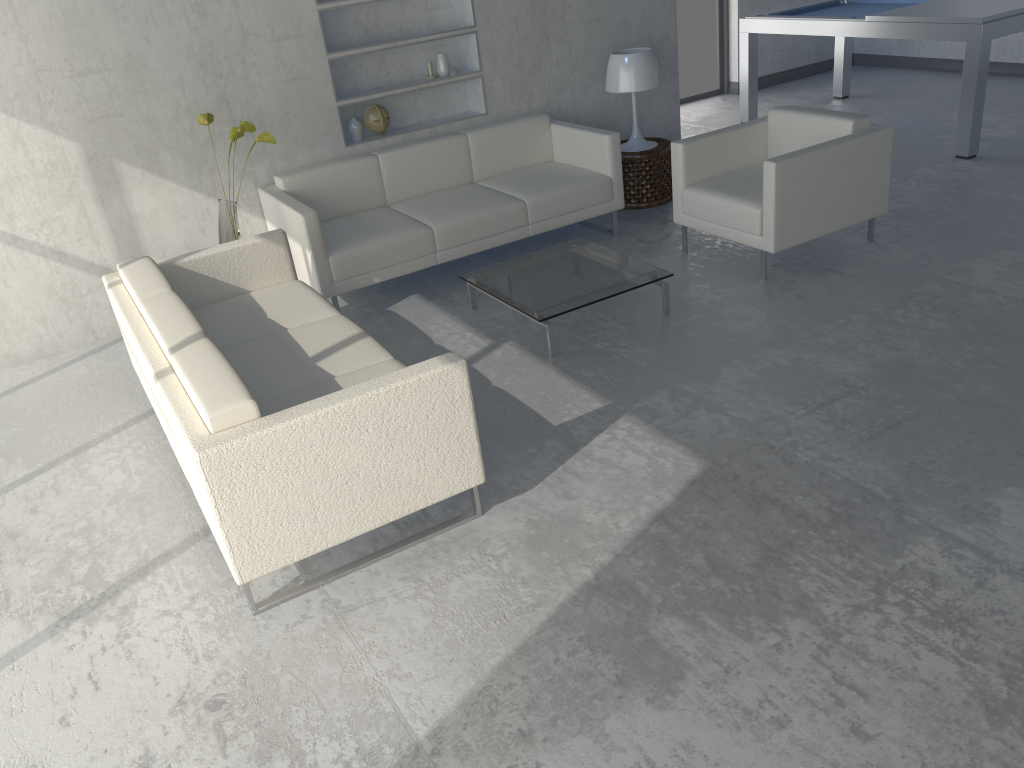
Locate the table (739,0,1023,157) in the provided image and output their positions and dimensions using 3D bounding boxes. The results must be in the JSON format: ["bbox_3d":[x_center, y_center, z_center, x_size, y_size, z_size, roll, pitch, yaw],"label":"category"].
[{"bbox_3d":[2.868,-2.378,6.578,1.180,0.835,2.095,-21,30,-23],"label":"table"}]

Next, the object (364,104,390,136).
[{"bbox_3d":[-0.776,-1.555,5.214,0.163,0.179,0.088,-26,33,-32],"label":"object"}]

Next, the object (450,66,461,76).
[{"bbox_3d":[-0.340,-1.872,5.303,0.064,0.050,0.064,-18,29,-18],"label":"object"}]

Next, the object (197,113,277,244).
[{"bbox_3d":[-1.331,-0.853,4.570,0.400,1.051,0.387,-7,27,1],"label":"object"}]

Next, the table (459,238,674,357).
[{"bbox_3d":[0.253,-0.440,4.288,0.730,0.190,0.773,-21,30,-23],"label":"table"}]

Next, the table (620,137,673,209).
[{"bbox_3d":[0.821,-1.369,5.750,0.452,0.358,0.452,12,33,34],"label":"table"}]

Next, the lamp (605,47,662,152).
[{"bbox_3d":[0.763,-1.774,5.539,0.347,0.582,0.347,8,31,28],"label":"lamp"}]

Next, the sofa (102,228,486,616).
[{"bbox_3d":[-0.903,-0.042,3.316,0.821,0.658,1.881,-21,30,-23],"label":"sofa"}]

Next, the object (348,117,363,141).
[{"bbox_3d":[-0.914,-1.492,5.188,0.086,0.128,0.086,-15,28,-14],"label":"object"}]

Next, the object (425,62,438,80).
[{"bbox_3d":[-0.486,-1.871,5.291,0.074,0.094,0.074,6,30,24],"label":"object"}]

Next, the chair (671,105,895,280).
[{"bbox_3d":[1.376,-1.028,4.606,0.821,0.662,0.748,-21,30,-23],"label":"chair"}]

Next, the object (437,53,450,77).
[{"bbox_3d":[-0.413,-1.913,5.312,0.079,0.130,0.079,-22,30,-25],"label":"object"}]

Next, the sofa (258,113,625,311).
[{"bbox_3d":[-0.360,-1.014,5.045,1.881,0.658,0.821,-21,30,-23],"label":"sofa"}]
